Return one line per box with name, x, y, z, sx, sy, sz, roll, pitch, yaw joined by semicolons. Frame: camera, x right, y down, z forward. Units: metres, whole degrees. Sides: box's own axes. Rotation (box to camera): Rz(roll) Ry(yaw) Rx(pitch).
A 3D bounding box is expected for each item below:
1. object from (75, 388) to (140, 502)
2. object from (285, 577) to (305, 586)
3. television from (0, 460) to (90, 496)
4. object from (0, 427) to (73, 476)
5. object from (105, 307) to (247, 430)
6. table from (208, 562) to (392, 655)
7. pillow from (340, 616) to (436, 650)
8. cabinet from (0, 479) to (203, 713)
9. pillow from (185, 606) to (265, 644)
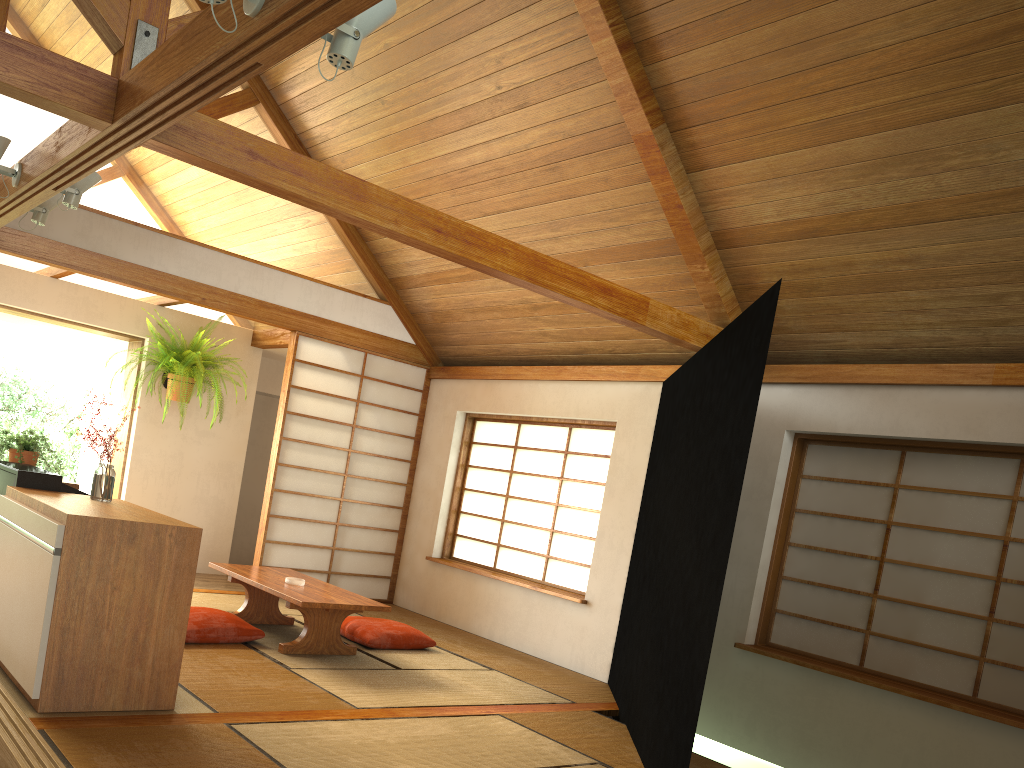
object;-1.841;0.276;3.925;0.225;0.502;0.236;9;1;-33
object;-1.308;1.190;5.280;0.124;0.030;0.114;7;-7;24
television;-2.350;0.703;4.404;0.464;0.541;0.677;11;-3;-40
object;-2.973;0.436;5.260;0.506;0.377;0.564;9;-4;11
object;-2.748;-0.086;7.464;1.115;1.132;1.207;8;-3;44
table;-1.343;1.375;5.315;0.570;0.336;1.272;14;-8;-40
pillow;-0.875;1.617;5.737;0.527;0.131;0.594;15;-9;-40
cabinet;-2.403;0.870;4.395;0.527;0.739;2.803;10;-5;-40
pillow;-1.777;1.360;5.006;0.595;0.148;0.527;3;-9;44
